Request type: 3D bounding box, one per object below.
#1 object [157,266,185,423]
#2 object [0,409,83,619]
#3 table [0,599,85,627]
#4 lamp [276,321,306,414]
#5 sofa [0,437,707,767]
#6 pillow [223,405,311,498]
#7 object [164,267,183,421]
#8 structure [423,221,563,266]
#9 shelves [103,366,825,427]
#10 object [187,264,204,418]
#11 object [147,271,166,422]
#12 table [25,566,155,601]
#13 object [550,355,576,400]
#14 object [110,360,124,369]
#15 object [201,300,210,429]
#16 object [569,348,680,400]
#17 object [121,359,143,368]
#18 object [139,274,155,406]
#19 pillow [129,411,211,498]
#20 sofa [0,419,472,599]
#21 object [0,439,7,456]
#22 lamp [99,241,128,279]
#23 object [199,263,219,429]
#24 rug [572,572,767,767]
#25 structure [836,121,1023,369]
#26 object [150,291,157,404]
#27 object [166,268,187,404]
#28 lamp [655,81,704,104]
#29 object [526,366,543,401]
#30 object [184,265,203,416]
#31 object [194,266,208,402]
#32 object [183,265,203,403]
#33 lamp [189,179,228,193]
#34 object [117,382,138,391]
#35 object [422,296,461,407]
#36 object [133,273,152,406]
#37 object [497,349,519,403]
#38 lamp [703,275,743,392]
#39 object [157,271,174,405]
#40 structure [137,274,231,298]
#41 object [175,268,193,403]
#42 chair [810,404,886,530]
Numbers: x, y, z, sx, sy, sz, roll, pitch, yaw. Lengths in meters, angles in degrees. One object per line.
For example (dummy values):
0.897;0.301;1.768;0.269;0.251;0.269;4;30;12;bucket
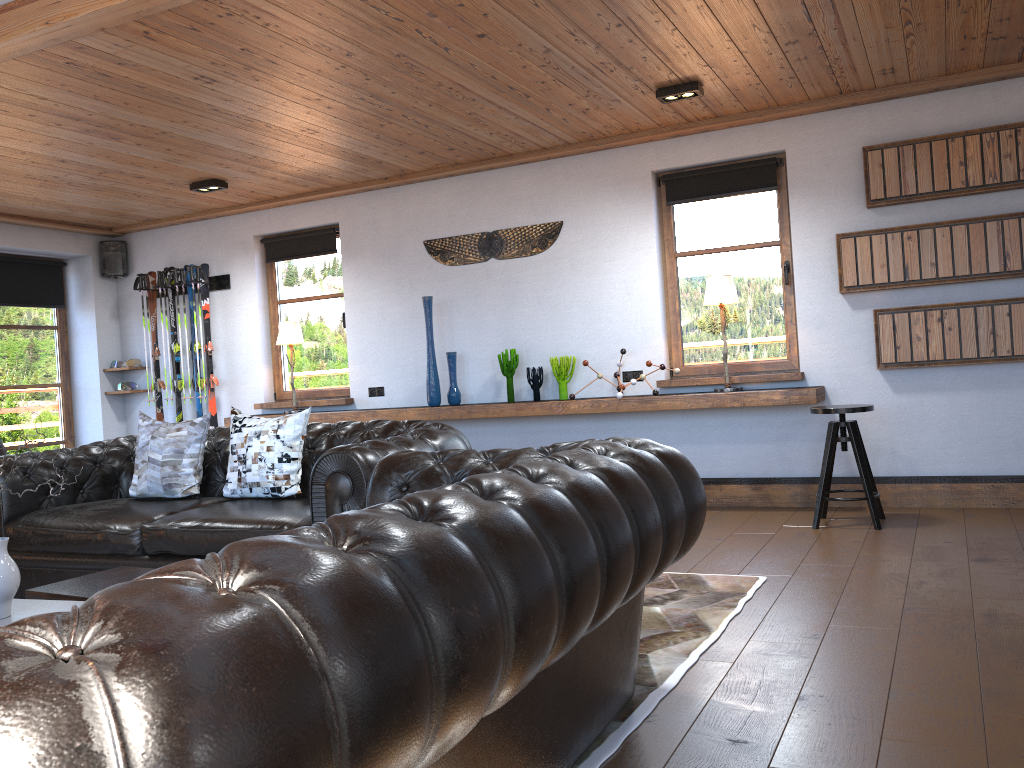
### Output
-3.175;-0.291;8.254;0.103;1.622;0.256;-4;0;22;object
-1.668;0.350;2.825;0.612;0.808;0.411;-4;0;37;object
-1.634;0.928;2.872;0.645;0.350;0.403;-4;0;21;table
-1.789;0.195;7.857;0.243;1.481;0.639;-4;0;30;lamp
-0.393;0.620;1.940;1.228;0.838;2.591;-4;1;26;sofa
-1.265;0.335;4.554;0.523;0.469;0.286;-4;0;28;pillow
-3.196;-0.291;8.356;0.072;1.622;0.112;-4;0;26;object
-0.180;-1.086;6.962;1.236;0.240;0.099;-3;0;25;structure
-0.918;0.167;7.262;6.578;0.988;0.618;-3;0;26;shelves
-2.922;-0.308;8.247;0.072;1.622;0.112;-4;0;26;object
-3.337;-0.266;8.383;0.094;1.606;0.116;-4;0;26;object
-1.400;0.908;3.269;0.643;0.350;0.404;-3;1;31;table
0.382;-0.047;6.657;0.183;0.332;0.197;-4;0;-15;object
-3.834;-0.192;8.655;0.188;0.084;0.161;-4;1;25;object
-2.819;-0.283;8.150;0.094;1.606;0.116;-4;0;26;object
0.798;-0.082;6.371;0.528;0.349;0.638;-4;1;-37;object
-3.674;-0.202;8.580;0.158;0.084;0.191;-4;1;25;object
-3.442;-0.414;8.355;0.120;1.249;0.059;-4;0;7;object
-1.872;0.371;4.842;0.523;0.469;0.286;-4;0;28;pillow
-1.442;0.657;4.592;2.541;0.838;1.251;-3;1;25;sofa
-2.950;0.410;5.023;0.151;0.319;0.246;-4;0;-23;object
-3.883;-1.215;8.644;0.211;0.349;0.215;-4;0;26;lamp
-2.739;-0.302;8.099;0.094;1.606;0.116;-4;0;26;object
-1.147;1.039;3.943;4.004;0.053;2.456;-3;1;26;rug
3.027;-0.860;5.557;1.834;1.445;0.324;-4;0;25;structure
-3.417;-0.247;8.434;0.094;1.606;0.116;-4;0;26;object
-3.065;-0.436;8.104;0.122;1.249;0.058;-4;0;-17;object
1.013;-1.765;5.353;0.258;0.068;0.157;-3;1;26;lamp
0.180;0.000;6.739;0.130;0.260;0.123;-4;0;-4;object
-2.984;-0.304;8.289;0.072;1.622;0.112;-4;0;26;object
-2.792;-0.453;8.060;0.121;1.249;0.059;-4;0;-12;object
-2.882;-0.446;8.001;0.121;1.249;0.059;-4;0;-8;object
-2.383;-1.561;6.966;0.258;0.068;0.157;-3;1;26;lamp
-3.747;0.022;8.620;0.190;0.084;0.348;-4;1;-28;object
-0.556;-0.257;6.952;0.276;0.862;0.110;-4;0;-19;object
-3.443;-0.413;8.273;0.059;1.249;0.121;-4;0;8;object
-0.020;-0.062;6.776;0.159;0.410;0.146;-4;0;-5;object
1.528;-0.004;6.255;0.244;1.481;0.637;-4;0;18;lamp
-3.233;-0.426;8.256;0.120;1.249;0.059;-4;0;7;object
-3.124;-0.910;8.258;1.040;0.135;0.322;-3;1;25;structure
-3.024;-0.439;8.156;0.120;1.249;0.059;-4;0;7;object
2.008;0.495;5.335;0.389;0.721;0.397;-4;0;26;chair
